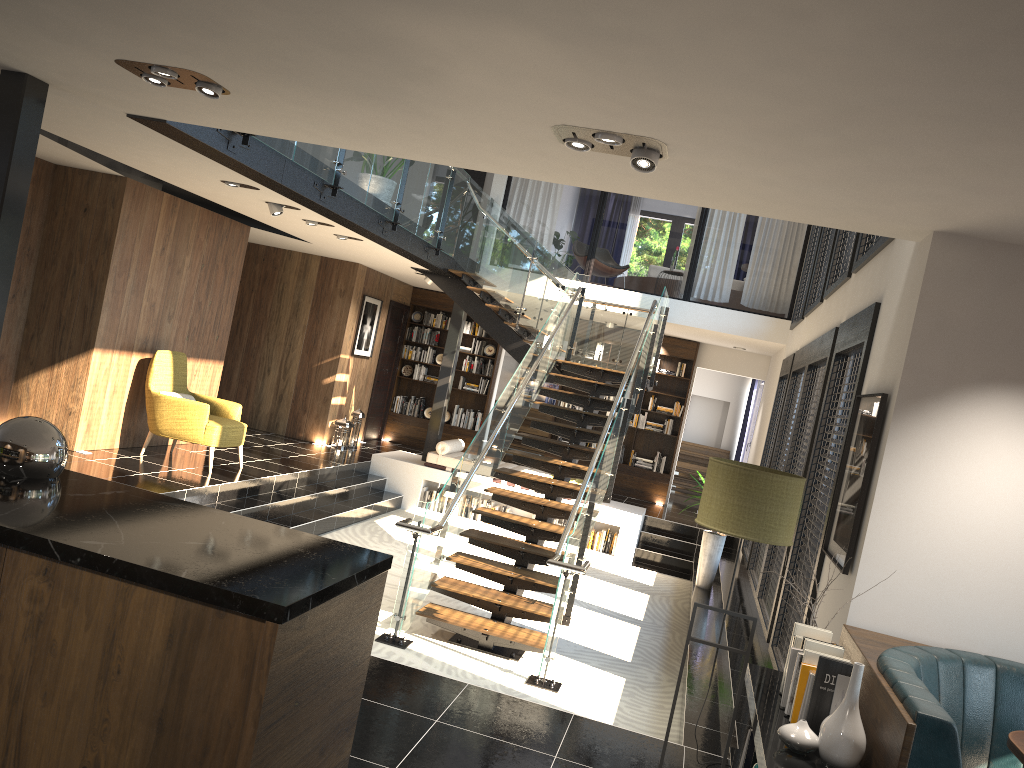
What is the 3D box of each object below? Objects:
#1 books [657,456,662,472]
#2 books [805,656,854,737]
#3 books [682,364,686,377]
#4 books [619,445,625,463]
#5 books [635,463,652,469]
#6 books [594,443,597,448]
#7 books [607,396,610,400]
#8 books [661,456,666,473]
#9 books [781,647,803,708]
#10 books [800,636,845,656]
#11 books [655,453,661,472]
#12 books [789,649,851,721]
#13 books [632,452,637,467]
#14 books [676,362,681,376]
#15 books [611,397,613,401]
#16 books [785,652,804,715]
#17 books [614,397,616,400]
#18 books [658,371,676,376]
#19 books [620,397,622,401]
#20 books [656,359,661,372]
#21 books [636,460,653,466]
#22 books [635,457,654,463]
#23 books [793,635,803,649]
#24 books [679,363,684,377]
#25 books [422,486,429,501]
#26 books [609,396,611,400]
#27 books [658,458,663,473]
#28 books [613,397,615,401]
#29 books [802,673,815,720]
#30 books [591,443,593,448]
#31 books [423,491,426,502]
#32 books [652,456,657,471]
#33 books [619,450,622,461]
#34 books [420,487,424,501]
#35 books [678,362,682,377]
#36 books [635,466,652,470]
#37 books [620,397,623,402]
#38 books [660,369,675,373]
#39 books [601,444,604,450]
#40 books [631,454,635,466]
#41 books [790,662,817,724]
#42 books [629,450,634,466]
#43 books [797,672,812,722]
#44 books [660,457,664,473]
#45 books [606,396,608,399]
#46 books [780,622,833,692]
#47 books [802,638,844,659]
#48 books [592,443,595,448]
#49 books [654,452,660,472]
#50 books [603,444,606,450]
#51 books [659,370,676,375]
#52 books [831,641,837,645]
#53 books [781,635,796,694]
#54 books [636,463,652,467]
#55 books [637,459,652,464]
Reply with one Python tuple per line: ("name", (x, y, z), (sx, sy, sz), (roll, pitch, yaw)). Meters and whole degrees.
("books", (2.397, 1.298, 14.402), (0.023, 0.267, 0.147), (12, 2, 12))
("books", (1.220, 1.216, 3.421), (0.131, 0.307, 0.022), (12, 2, 12))
("books", (2.782, -0.214, 14.353), (0.028, 0.227, 0.165), (12, 1, 12))
("books", (1.802, 1.150, 14.542), (0.022, 0.307, 0.131), (12, 2, 12))
("books", (2.144, 1.339, 14.454), (0.286, 0.031, 0.176), (12, 1, 11))
("books", (1.369, 1.081, 14.615), (0.030, 0.262, 0.173), (12, 2, 12))
("books", (1.609, 0.179, 14.585), (0.027, 0.228, 0.208), (12, 1, 12))
("books", (2.459, 1.308, 14.370), (0.025, 0.274, 0.204), (12, 1, 12))
("books", (1.241, 1.242, 3.696), (0.202, 0.255, 0.025), (12, 2, 12))
("books", (1.274, 1.227, 3.718), (0.169, 0.298, 0.032), (12, 2, 12))
("books", (2.375, 1.271, 14.397), (0.027, 0.311, 0.149), (12, 2, 12))
("books", (1.224, 1.222, 3.526), (0.177, 0.294, 0.025), (12, 2, 12))
("books", (2.001, 1.229, 14.470), (0.026, 0.238, 0.159), (12, 2, 12))
("books", (2.701, -0.234, 14.389), (0.030, 0.231, 0.176), (12, 1, 12))
("books", (1.665, 0.176, 14.576), (0.028, 0.258, 0.208), (12, 1, 12))
("books", (1.236, 1.243, 3.611), (0.194, 0.255, 0.034), (12, 2, 12))
("books", (1.711, 0.212, 14.585), (0.020, 0.206, 0.147), (12, 1, 12))
("books", (2.523, -0.167, 14.431), (0.285, 0.025, 0.176), (12, 1, 13))
("books", (1.783, 0.242, 14.564), (0.021, 0.176, 0.161), (12, 1, 12))
("books", (2.384, -0.292, 14.449), (0.026, 0.213, 0.195), (12, 1, 12))
("books", (2.155, 1.287, 14.450), (0.263, 0.024, 0.167), (12, 1, 7))
("books", (2.165, 1.236, 14.445), (0.288, 0.030, 0.176), (12, 1, 16))
("books", (1.270, 1.236, 3.808), (0.160, 0.276, 0.030), (12, 2, 12))
("books", (2.747, -0.222, 14.342), (0.036, 0.228, 0.198), (12, 1, 12))
("books", (-1.214, 1.564, 12.298), (0.024, 0.286, 0.130), (12, 2, 12))
("books", (1.638, 0.180, 14.588), (0.027, 0.239, 0.153), (12, 2, 12))
("books", (2.414, 1.319, 14.395), (0.022, 0.234, 0.178), (12, 1, 12))
("books", (1.689, 0.209, 14.592), (0.026, 0.201, 0.146), (12, 1, 12))
("books", (1.207, 1.254, 3.448), (0.129, 0.227, 0.026), (12, 2, 12))
("books", (1.314, 1.069, 14.651), (0.026, 0.263, 0.156), (12, 2, 12))
("books", (-1.200, 1.597, 12.279), (0.024, 0.229, 0.171), (12, 1, 12))
("books", (2.315, 1.291, 14.406), (0.026, 0.247, 0.149), (12, 2, 12))
("books", (1.769, 1.185, 14.539), (0.026, 0.227, 0.129), (12, 2, 12))
("books", (-1.236, 1.567, 12.318), (0.025, 0.270, 0.156), (12, 2, 12))
("books", (2.729, -0.232, 14.387), (0.023, 0.238, 0.178), (12, 1, 12))
("books", (2.141, 1.367, 14.463), (0.273, 0.025, 0.156), (12, 1, 10))
("books", (1.815, 0.252, 14.559), (0.047, 0.171, 0.167), (12, 1, 12))
("books", (2.536, -0.213, 14.445), (0.246, 0.021, 0.148), (12, 1, 12))
("books", (1.479, 1.095, 14.606), (0.031, 0.280, 0.141), (12, 2, 12))
("books", (1.974, 1.243, 14.483), (0.025, 0.199, 0.149), (12, 1, 12))
("books", (1.201, 1.240, 3.503), (0.161, 0.250, 0.028), (12, 2, 12))
("books", (1.960, 1.207, 14.501), (0.024, 0.264, 0.174), (12, 2, 12))
("books", (1.212, 1.257, 3.473), (0.145, 0.221, 0.026), (12, 2, 12))
("books", (2.436, 1.313, 14.382), (0.023, 0.254, 0.191), (12, 1, 12))
("books", (1.584, 0.189, 14.598), (0.024, 0.198, 0.175), (12, 1, 12))
("books", (1.290, 1.220, 3.893), (0.160, 0.312, 0.035), (12, 2, 12))
("books", (1.258, 1.221, 3.663), (0.155, 0.306, 0.032), (12, 2, 12))
("books", (1.341, 1.050, 14.611), (0.035, 0.312, 0.160), (12, 2, 12))
("books", (2.349, 1.258, 14.401), (0.030, 0.326, 0.195), (12, 2, 12))
("books", (1.511, 1.093, 14.598), (0.032, 0.298, 0.169), (12, 2, 12))
("books", (2.527, -0.191, 14.423), (0.288, 0.025, 0.175), (12, 1, 8))
("books", (1.324, 1.252, 3.916), (0.156, 0.263, 0.026), (12, 2, 12))
("books", (1.288, 1.246, 3.860), (0.173, 0.262, 0.030), (12, 2, 12))
("books", (2.153, 1.312, 14.464), (0.250, 0.026, 0.148), (12, 1, 9))
("books", (2.162, 1.264, 14.461), (0.251, 0.026, 0.148), (12, 1, 8))
